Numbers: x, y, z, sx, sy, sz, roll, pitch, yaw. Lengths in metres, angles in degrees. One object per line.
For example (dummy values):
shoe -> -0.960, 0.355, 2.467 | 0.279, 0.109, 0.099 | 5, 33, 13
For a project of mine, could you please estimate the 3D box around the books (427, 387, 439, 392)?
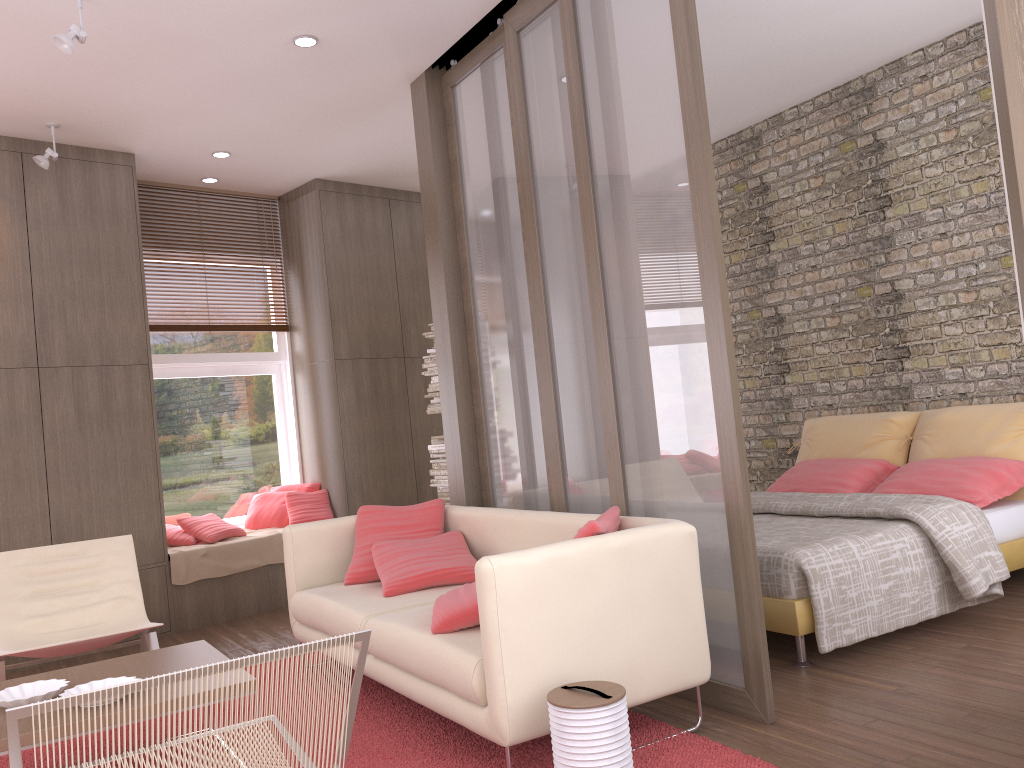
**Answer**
books -> -0.378, 0.023, 6.474 | 0.379, 0.028, 0.297 | -7, -3, 34

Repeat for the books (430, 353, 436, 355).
books -> -0.363, -0.238, 6.469 | 0.416, 0.015, 0.245 | -8, -3, 39

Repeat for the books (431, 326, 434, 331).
books -> -0.372, -0.417, 6.449 | 0.351, 0.036, 0.275 | -7, -3, 19

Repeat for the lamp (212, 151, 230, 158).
lamp -> -2.033, -1.605, 6.205 | 0.119, 0.010, 0.119 | -6, -2, -6

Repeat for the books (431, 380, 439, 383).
books -> -0.370, -0.039, 6.474 | 0.287, 0.020, 0.388 | -4, -3, -36

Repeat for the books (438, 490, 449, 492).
books -> -0.286, 0.747, 6.373 | 0.405, 0.018, 0.300 | -8, -3, 39

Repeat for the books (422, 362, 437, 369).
books -> -0.403, -0.155, 6.478 | 0.401, 0.035, 0.315 | -8, -3, 39

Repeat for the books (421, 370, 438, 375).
books -> -0.387, -0.105, 6.475 | 0.470, 0.022, 0.306 | -8, -3, 39

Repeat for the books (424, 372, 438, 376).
books -> -0.373, -0.090, 6.432 | 0.416, 0.012, 0.324 | -8, -3, 39

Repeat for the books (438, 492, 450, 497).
books -> -0.283, 0.773, 6.365 | 0.396, 0.033, 0.310 | -8, -3, 39

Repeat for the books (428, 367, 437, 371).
books -> -0.345, -0.133, 6.448 | 0.434, 0.019, 0.324 | -8, -3, 39

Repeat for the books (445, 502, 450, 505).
books -> -0.307, 0.846, 6.396 | 0.488, 0.018, 0.296 | -8, -3, 39

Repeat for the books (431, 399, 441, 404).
books -> -0.353, 0.107, 6.479 | 0.379, 0.028, 0.297 | -7, -3, 34

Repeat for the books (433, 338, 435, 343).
books -> -0.363, -0.336, 6.479 | 0.371, 0.036, 0.211 | -7, -3, 19

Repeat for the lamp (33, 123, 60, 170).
lamp -> -2.805, -1.431, 5.345 | 0.158, 0.275, 0.102 | -5, -3, -24

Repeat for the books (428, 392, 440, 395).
books -> -0.388, 0.052, 6.474 | 0.368, 0.009, 0.262 | -7, -3, 34

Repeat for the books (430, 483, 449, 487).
books -> -0.283, 0.706, 6.369 | 0.423, 0.016, 0.542 | -4, -3, -31

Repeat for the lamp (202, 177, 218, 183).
lamp -> -2.303, -1.554, 6.759 | 0.119, 0.010, 0.119 | -6, -2, -6

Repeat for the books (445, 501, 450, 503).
books -> -0.261, 0.827, 6.373 | 0.385, 0.008, 0.274 | -8, -3, 39

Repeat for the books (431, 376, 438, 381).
books -> -0.363, -0.065, 6.453 | 0.297, 0.028, 0.379 | -4, -3, -36

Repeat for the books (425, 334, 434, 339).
books -> -0.393, -0.363, 6.464 | 0.412, 0.019, 0.259 | -7, -3, 19

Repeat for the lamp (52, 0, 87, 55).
lamp -> -1.934, -1.583, 3.886 | 0.158, 0.275, 0.102 | -5, -3, -24

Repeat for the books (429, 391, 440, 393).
books -> -0.377, 0.042, 6.469 | 0.395, 0.009, 0.233 | -7, -3, 34

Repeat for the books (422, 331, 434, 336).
books -> -0.404, -0.383, 6.474 | 0.435, 0.019, 0.248 | -7, -3, 19

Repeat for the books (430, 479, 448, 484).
books -> -0.281, 0.684, 6.427 | 0.399, 0.028, 0.612 | -4, -3, -31

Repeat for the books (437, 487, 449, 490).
books -> -0.288, 0.725, 6.367 | 0.396, 0.024, 0.310 | -8, -3, 39

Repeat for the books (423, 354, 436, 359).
books -> -0.405, -0.217, 6.479 | 0.392, 0.015, 0.306 | -8, -3, 39

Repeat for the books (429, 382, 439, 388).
books -> -0.385, -0.008, 6.488 | 0.297, 0.039, 0.379 | -4, -3, -36

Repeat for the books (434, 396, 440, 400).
books -> -0.346, 0.082, 6.452 | 0.287, 0.020, 0.388 | -4, -3, -36

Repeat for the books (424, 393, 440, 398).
books -> -0.367, 0.064, 6.456 | 0.467, 0.020, 0.283 | -7, -3, 34

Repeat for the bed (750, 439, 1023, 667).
bed -> 1.707, 0.788, 5.032 | 2.360, 0.861, 2.219 | -4, -3, -31

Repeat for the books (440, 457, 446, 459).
books -> -0.258, 0.512, 6.404 | 0.320, 0.020, 0.542 | -4, -3, -31

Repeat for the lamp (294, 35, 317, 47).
lamp -> -1.069, -1.773, 4.590 | 0.119, 0.010, 0.119 | -5, -3, -17

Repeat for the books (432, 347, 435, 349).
books -> -0.360, -0.278, 6.439 | 0.351, 0.010, 0.284 | -7, -3, 19

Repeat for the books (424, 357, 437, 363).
books -> -0.380, -0.194, 6.484 | 0.416, 0.035, 0.323 | -8, -3, 39

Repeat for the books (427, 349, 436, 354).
books -> -0.380, -0.256, 6.455 | 0.404, 0.026, 0.266 | -7, -3, 19

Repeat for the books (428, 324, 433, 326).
books -> -0.384, -0.443, 6.447 | 0.366, 0.012, 0.287 | -7, -3, 19

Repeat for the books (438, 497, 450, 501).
books -> -0.280, 0.803, 6.363 | 0.396, 0.024, 0.310 | -8, -3, 39
